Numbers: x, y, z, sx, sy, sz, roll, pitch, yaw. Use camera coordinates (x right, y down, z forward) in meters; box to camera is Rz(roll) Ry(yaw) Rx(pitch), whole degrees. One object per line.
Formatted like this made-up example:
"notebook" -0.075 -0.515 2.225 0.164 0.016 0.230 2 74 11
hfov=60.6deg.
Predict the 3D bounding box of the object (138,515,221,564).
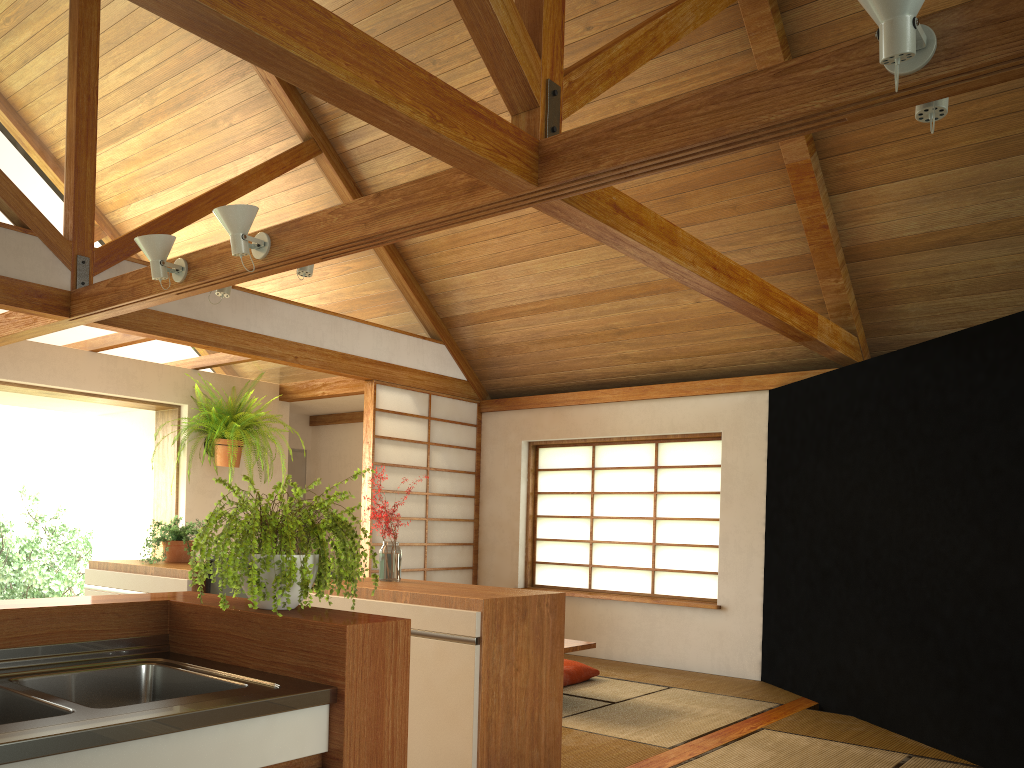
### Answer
"object" -1.858 0.904 4.806 0.496 0.374 0.581 2 -6 -1

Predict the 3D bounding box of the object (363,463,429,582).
"object" -0.517 0.584 3.686 0.242 0.498 0.221 0 -2 45

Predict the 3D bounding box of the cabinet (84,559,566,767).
"cabinet" -1.063 1.244 4.038 2.843 0.735 0.522 -5 -7 39

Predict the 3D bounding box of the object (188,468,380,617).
"object" -0.551 0.373 2.087 0.428 0.349 0.527 4 -7 -27

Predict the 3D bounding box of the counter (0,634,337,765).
"counter" -1.352 0.518 1.058 0.662 0.167 2.430 -5 -11 37

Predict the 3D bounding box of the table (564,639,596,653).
"table" -0.195 1.654 5.172 1.290 0.334 0.565 -5 -10 39

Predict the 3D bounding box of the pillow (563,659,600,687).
"pillow" 0.187 1.854 5.687 0.602 0.131 0.524 -5 -11 37

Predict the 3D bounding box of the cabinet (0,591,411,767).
"cabinet" -1.376 0.808 1.192 0.900 0.873 2.617 -2 -9 38

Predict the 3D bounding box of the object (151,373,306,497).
"object" -2.218 0.428 7.086 1.124 1.122 1.205 -1 -6 32

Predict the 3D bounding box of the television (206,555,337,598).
"television" -1.041 1.074 4.061 0.687 0.536 0.460 -3 -6 39
